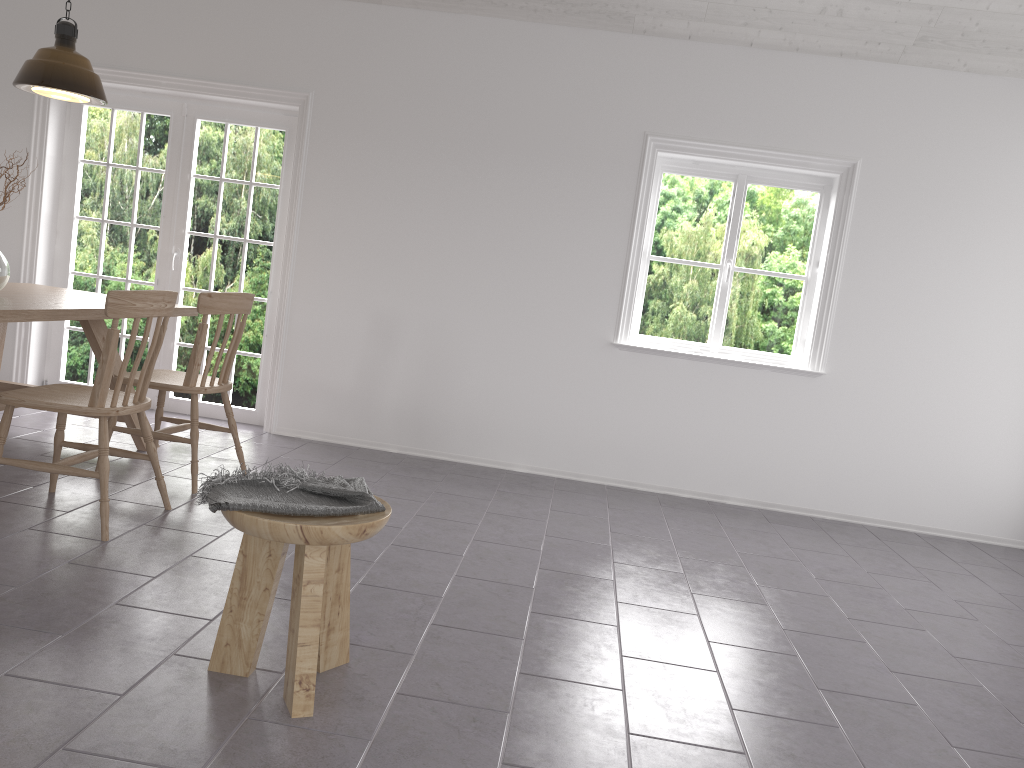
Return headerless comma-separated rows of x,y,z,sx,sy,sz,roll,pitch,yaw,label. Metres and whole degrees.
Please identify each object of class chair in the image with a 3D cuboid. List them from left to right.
-1.616,0.057,3.383,0.519,0.902,0.506,8,6,4,chair
-1.547,-0.015,4.168,0.519,0.902,0.506,9,6,9,chair
-0.555,0.534,2.284,0.431,0.479,0.431,10,6,21,chair

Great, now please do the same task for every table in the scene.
-2.399,-0.027,3.901,1.001,0.749,2.300,8,6,4,table

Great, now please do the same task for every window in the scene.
1.308,-0.723,5.358,1.055,1.168,0.120,8,6,4,window

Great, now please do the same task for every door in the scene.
-2.190,-0.807,5.680,1.571,2.024,0.115,8,6,4,door

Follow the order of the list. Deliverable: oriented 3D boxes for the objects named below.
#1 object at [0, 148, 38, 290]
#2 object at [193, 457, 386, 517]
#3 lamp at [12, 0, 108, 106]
-2.244,-0.719,3.860,0.291,0.666,0.313,4,7,-33,object
-0.571,0.275,2.300,0.462,0.120,0.348,5,7,-25,object
-2.050,-2.262,4.179,0.410,1.796,0.410,13,8,39,lamp
